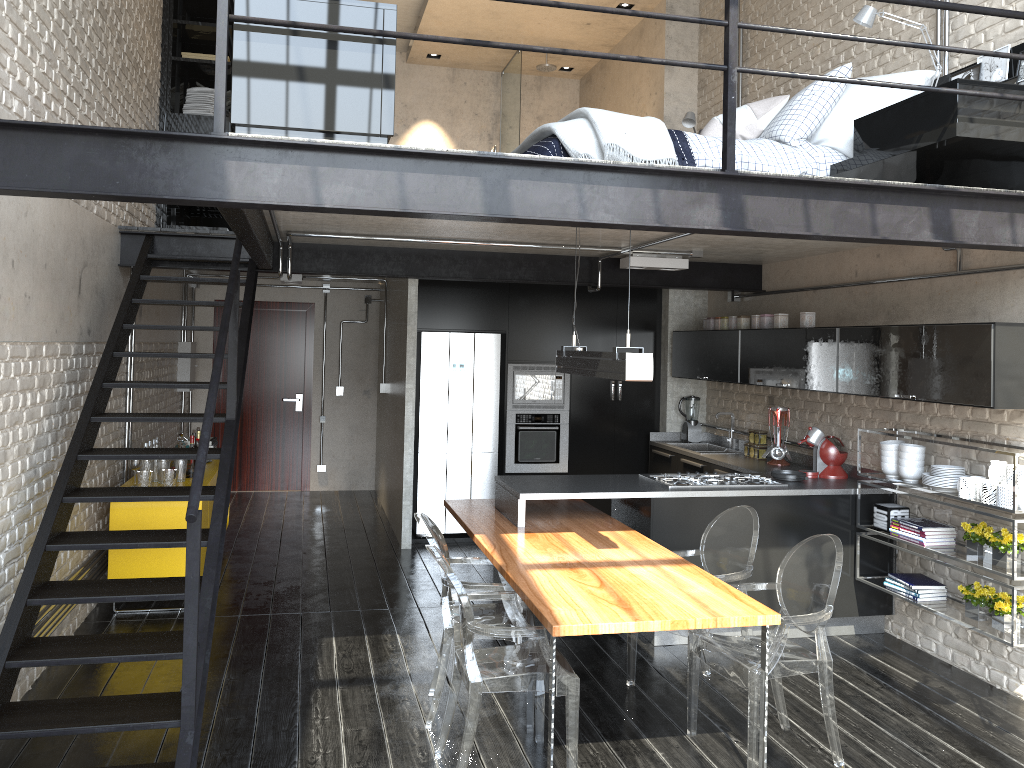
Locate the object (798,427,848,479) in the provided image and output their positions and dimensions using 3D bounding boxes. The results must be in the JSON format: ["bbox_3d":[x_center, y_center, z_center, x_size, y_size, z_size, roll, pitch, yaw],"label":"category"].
[{"bbox_3d":[2.103,0.460,5.962,0.350,0.341,0.220,1,0,-29],"label":"object"}]

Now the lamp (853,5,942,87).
[{"bbox_3d":[2.161,-1.816,4.964,0.481,0.688,0.170,1,-1,43],"label":"lamp"}]

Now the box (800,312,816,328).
[{"bbox_3d":[2.039,-0.440,6.104,0.081,0.111,0.081,1,0,-13],"label":"box"}]

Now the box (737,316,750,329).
[{"bbox_3d":[1.828,-0.483,6.984,0.081,0.111,0.081,1,0,-13],"label":"box"}]

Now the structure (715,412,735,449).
[{"bbox_3d":[1.818,0.396,7.598,0.177,0.311,0.089,1,-1,-13],"label":"structure"}]

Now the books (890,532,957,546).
[{"bbox_3d":[2.356,0.884,5.076,0.211,0.021,0.293,1,2,-14],"label":"books"}]

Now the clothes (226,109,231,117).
[{"bbox_3d":[-2.785,-2.494,8.403,0.281,0.266,0.371,1,1,-5],"label":"clothes"}]

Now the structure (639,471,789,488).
[{"bbox_3d":[1.285,0.609,5.687,0.811,0.026,0.502,1,3,-13],"label":"structure"}]

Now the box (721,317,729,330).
[{"bbox_3d":[1.763,-0.496,7.260,0.081,0.111,0.081,1,0,-13],"label":"box"}]

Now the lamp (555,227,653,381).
[{"bbox_3d":[0.424,-0.482,4.253,0.125,0.890,1.089,2,1,-13],"label":"lamp"}]

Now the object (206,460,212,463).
[{"bbox_3d":[-2.556,0.620,7.081,0.299,0.012,0.300,0,3,-33],"label":"object"}]

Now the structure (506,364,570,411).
[{"bbox_3d":[0.193,0.022,8.231,0.581,0.421,0.448,1,1,-13],"label":"structure"}]

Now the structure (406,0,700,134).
[{"bbox_3d":[0.256,-2.488,9.675,2.592,2.953,2.791,1,0,-13],"label":"structure"}]

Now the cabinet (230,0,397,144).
[{"bbox_3d":[-1.104,-1.277,4.912,0.606,0.551,3.182,1,2,-13],"label":"cabinet"}]

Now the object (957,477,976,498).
[{"bbox_3d":[2.398,0.542,4.665,0.083,0.100,0.108,1,1,21],"label":"object"}]

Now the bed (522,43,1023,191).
[{"bbox_3d":[0.970,-1.424,6.045,2.694,0.841,4.483,1,2,-13],"label":"bed"}]

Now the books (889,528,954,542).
[{"bbox_3d":[2.350,0.864,5.075,0.211,0.021,0.293,1,2,-13],"label":"books"}]

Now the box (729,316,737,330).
[{"bbox_3d":[1.795,-0.490,7.127,0.081,0.111,0.081,1,0,-13],"label":"box"}]

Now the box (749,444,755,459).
[{"bbox_3d":[1.916,0.527,6.946,0.081,0.111,0.081,1,0,-18],"label":"box"}]

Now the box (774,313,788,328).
[{"bbox_3d":[1.958,-0.457,6.440,0.081,0.111,0.081,1,0,-13],"label":"box"}]

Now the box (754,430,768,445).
[{"bbox_3d":[1.939,0.420,6.901,0.081,0.111,0.081,1,0,-18],"label":"box"}]

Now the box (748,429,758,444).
[{"bbox_3d":[1.920,0.416,6.983,0.081,0.111,0.081,1,0,-38],"label":"box"}]

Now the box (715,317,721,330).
[{"bbox_3d":[1.739,-0.501,7.352,0.081,0.111,0.081,1,0,-13],"label":"box"}]

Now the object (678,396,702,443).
[{"bbox_3d":[1.614,0.316,8.055,0.223,0.423,0.162,1,-1,-13],"label":"object"}]

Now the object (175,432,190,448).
[{"bbox_3d":[-2.632,0.504,7.064,0.119,0.239,0.119,1,-1,3],"label":"object"}]

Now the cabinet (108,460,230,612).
[{"bbox_3d":[-2.512,1.029,6.681,0.548,0.770,2.202,1,2,-13],"label":"cabinet"}]

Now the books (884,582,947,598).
[{"bbox_3d":[2.322,1.180,5.099,0.201,0.023,0.279,1,3,-19],"label":"books"}]

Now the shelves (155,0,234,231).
[{"bbox_3d":[-2.315,-2.596,9.129,2.123,2.792,2.675,1,0,-13],"label":"shelves"}]

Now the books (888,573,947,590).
[{"bbox_3d":[2.332,1.137,5.102,0.201,0.023,0.278,1,2,-4],"label":"books"}]

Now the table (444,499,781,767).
[{"bbox_3d":[0.293,1.200,4.654,0.927,0.733,2.675,1,2,-13],"label":"table"}]

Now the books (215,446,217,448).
[{"bbox_3d":[-2.635,0.547,7.451,0.259,0.031,0.329,1,2,-15],"label":"books"}]

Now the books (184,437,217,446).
[{"bbox_3d":[-2.640,0.482,7.450,0.259,0.038,0.325,1,2,-11],"label":"books"}]

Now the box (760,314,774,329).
[{"bbox_3d":[1.911,-0.466,6.627,0.081,0.111,0.081,1,0,-13],"label":"box"}]

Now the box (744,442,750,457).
[{"bbox_3d":[1.893,0.523,7.028,0.081,0.111,0.081,1,0,-8],"label":"box"}]

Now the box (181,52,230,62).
[{"bbox_3d":[-2.741,-2.876,7.953,0.401,0.083,0.296,1,2,-13],"label":"box"}]

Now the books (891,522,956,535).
[{"bbox_3d":[2.363,0.825,5.079,0.211,0.021,0.293,1,2,-13],"label":"books"}]

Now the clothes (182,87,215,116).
[{"bbox_3d":[-2.753,-2.503,7.967,0.350,0.316,0.472,1,1,-8],"label":"clothes"}]

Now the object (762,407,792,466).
[{"bbox_3d":[1.980,0.387,6.589,0.210,0.427,0.202,1,-1,2],"label":"object"}]

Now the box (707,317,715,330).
[{"bbox_3d":[1.701,-0.508,7.494,0.081,0.111,0.081,1,0,-13],"label":"box"}]

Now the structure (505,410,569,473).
[{"bbox_3d":[0.186,0.512,8.202,0.581,0.558,0.485,1,0,-13],"label":"structure"}]

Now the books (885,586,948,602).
[{"bbox_3d":[2.326,1.201,5.099,0.201,0.023,0.278,1,2,-14],"label":"books"}]

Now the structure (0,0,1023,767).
[{"bbox_3d":[0.101,-0.132,5.191,4.782,3.343,3.789,1,1,-13],"label":"structure"}]

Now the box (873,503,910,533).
[{"bbox_3d":[2.284,0.807,5.329,0.150,0.150,0.150,1,1,-13],"label":"box"}]

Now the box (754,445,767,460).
[{"bbox_3d":[1.930,0.531,6.867,0.081,0.111,0.081,1,0,-3],"label":"box"}]

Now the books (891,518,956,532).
[{"bbox_3d":[2.358,0.806,5.078,0.211,0.021,0.293,1,2,-10],"label":"books"}]

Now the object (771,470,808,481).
[{"bbox_3d":[1.805,0.604,5.771,0.227,0.050,0.311,2,2,16],"label":"object"}]

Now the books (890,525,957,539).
[{"bbox_3d":[2.357,0.844,5.077,0.211,0.021,0.293,1,3,-15],"label":"books"}]

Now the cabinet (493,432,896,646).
[{"bbox_3d":[0.909,0.995,6.601,2.430,1.005,2.748,1,2,-13],"label":"cabinet"}]

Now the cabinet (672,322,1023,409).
[{"bbox_3d":[2.075,-0.179,6.227,0.399,0.421,3.897,1,2,-13],"label":"cabinet"}]

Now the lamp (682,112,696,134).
[{"bbox_3d":[1.564,-1.941,7.551,0.170,0.688,0.481,1,0,21],"label":"lamp"}]

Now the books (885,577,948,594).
[{"bbox_3d":[2.327,1.158,5.100,0.201,0.023,0.278,1,3,-15],"label":"books"}]

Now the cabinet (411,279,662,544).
[{"bbox_3d":[0.208,0.173,8.267,2.319,2.476,0.553,1,-1,-13],"label":"cabinet"}]

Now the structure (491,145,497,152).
[{"bbox_3d":[-0.128,-2.076,8.214,0.181,0.253,0.251,1,1,-13],"label":"structure"}]

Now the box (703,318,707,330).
[{"bbox_3d":[1.691,-0.512,7.588,0.081,0.111,0.081,1,0,-13],"label":"box"}]

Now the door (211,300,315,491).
[{"bbox_3d":[-2.924,0.138,10.383,1.133,2.218,0.195,1,-1,-13],"label":"door"}]

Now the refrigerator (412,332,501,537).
[{"bbox_3d":[-0.517,0.443,8.081,0.723,1.825,0.498,2,-1,-13],"label":"refrigerator"}]

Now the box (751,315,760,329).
[{"bbox_3d":[1.881,-0.472,6.759,0.081,0.111,0.081,1,0,-13],"label":"box"}]

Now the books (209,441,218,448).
[{"bbox_3d":[-2.648,0.516,7.460,0.287,0.031,0.351,1,2,-13],"label":"books"}]

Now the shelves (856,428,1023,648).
[{"bbox_3d":[2.406,0.769,4.880,0.288,0.927,1.251,2,1,-13],"label":"shelves"}]
